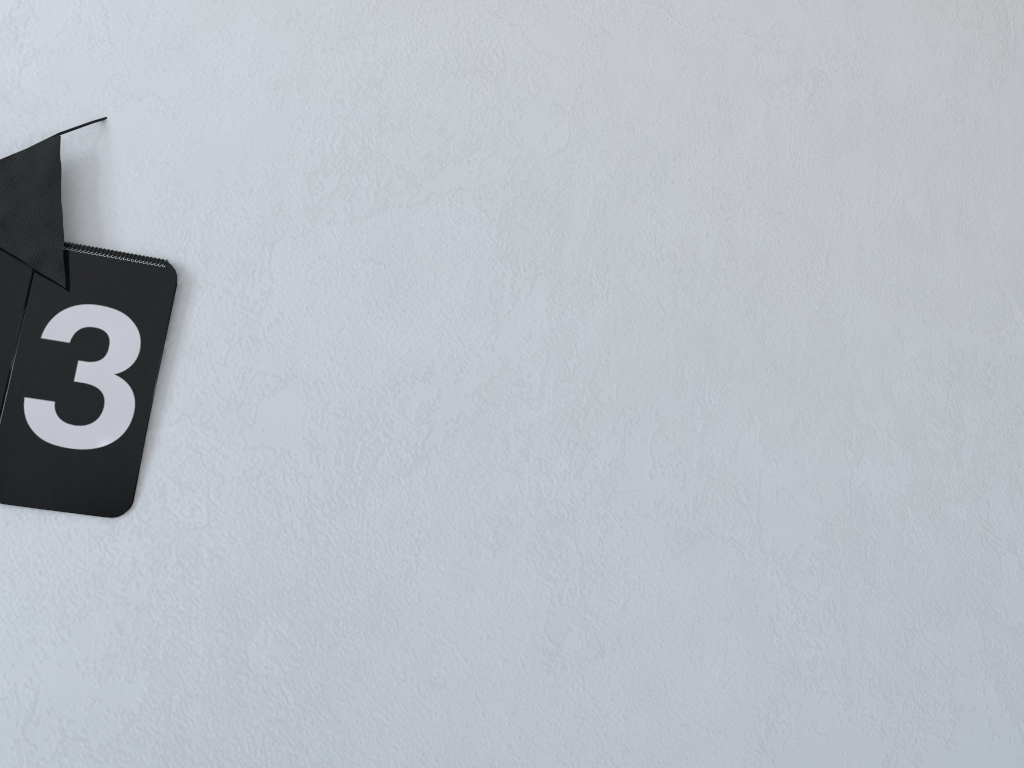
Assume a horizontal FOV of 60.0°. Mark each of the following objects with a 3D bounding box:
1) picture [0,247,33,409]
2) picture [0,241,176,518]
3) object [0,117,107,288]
[{"bbox_3d":[-0.633,-0.031,0.977,0.152,0.301,0.010,9,-11,-11],"label":"picture"},{"bbox_3d":[-0.484,-0.008,1.006,0.153,0.304,0.013,9,-11,-11],"label":"picture"},{"bbox_3d":[-0.923,-0.210,0.929,0.905,0.414,0.058,9,-11,-12],"label":"object"}]
